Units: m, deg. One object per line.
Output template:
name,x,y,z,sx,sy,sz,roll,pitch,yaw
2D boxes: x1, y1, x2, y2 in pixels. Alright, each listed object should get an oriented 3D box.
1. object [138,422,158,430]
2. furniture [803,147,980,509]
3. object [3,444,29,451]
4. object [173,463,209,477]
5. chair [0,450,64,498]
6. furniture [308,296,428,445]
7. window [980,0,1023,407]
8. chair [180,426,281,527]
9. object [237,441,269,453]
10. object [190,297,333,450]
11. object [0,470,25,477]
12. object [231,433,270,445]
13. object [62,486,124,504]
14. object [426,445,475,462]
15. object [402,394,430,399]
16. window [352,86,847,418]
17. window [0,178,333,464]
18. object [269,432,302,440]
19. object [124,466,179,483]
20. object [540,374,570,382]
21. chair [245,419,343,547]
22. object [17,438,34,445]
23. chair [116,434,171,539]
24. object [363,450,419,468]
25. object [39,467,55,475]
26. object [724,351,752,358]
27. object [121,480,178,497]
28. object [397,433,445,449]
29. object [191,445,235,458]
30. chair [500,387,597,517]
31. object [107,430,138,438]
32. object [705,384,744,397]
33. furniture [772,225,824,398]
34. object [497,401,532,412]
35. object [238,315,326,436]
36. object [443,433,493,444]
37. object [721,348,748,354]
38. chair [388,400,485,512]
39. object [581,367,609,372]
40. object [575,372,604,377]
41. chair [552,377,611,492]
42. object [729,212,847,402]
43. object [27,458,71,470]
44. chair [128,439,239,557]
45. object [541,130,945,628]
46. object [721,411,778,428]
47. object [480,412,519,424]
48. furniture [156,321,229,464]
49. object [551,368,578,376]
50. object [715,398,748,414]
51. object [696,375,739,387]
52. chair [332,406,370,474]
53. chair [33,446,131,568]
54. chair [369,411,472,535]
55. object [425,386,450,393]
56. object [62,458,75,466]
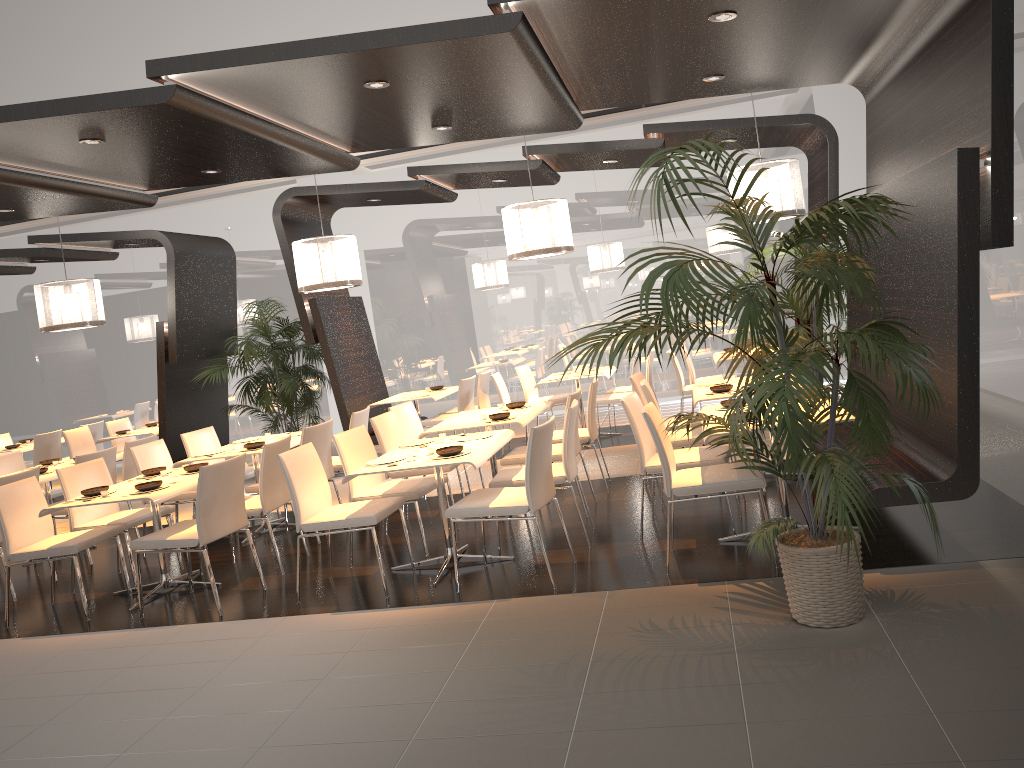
object,-4.521,0.518,11.152,0.303,0.044,0.366,-8,4,5
furniture,2.244,-0.413,5.689,0.755,1.672,2.914,-8,3,12
object,-6.146,0.775,10.869,0.303,0.044,0.366,-7,5,10
object,-2.207,0.584,6.145,0.303,0.044,0.366,-7,5,10
chair,-4.475,1.060,8.183,0.603,0.869,0.486,-8,1,19
furniture,-1.612,-0.222,10.261,0.755,1.674,1.407,-8,2,12
window,4.066,-1.700,7.479,0.070,3.974,6.610,-8,3,12
chair,-2.480,0.807,7.752,0.603,0.869,0.486,-8,1,19
object,-2.063,0.492,7.036,0.303,0.044,0.366,-7,5,10
object,-2.765,0.040,10.381,1.559,2.059,1.508,-8,2,5
object,-4.319,0.785,7.475,0.334,0.038,0.378,-8,4,5
object,-2.269,0.476,7.658,0.334,0.038,0.378,-8,4,5
object,-2.630,0.688,5.602,0.303,0.044,0.366,-7,5,10
object,-0.387,0.397,5.198,0.303,0.044,0.366,-7,5,10
object,-1.077,0.125,9.909,0.335,0.038,0.378,-8,4,0
window,1.062,-1.629,12.017,6.565,3.980,0.070,-8,0,11
window,-5.933,-0.733,13.399,6.565,3.980,0.070,-8,0,11
object,-1.927,0.428,7.643,0.335,0.038,0.378,-8,4,0
object,-2.501,0.621,6.209,0.303,0.044,0.366,-7,5,10
object,0.462,-0.066,9.533,0.334,0.038,0.378,-8,4,5
chair,-1.684,0.763,6.898,0.603,0.874,0.486,-8,1,19
object,-6.329,0.749,11.519,0.302,0.044,0.367,-7,5,15
chair,-3.487,0.939,7.915,0.604,0.869,0.486,-8,1,14
object,-0.716,0.444,5.248,0.334,0.038,0.378,-8,4,5
object,-3.995,0.739,7.431,0.303,0.044,0.366,-7,5,10
object,2.338,-0.308,9.180,0.334,0.038,0.378,-8,4,5
object,-2.293,0.643,5.558,0.303,0.044,0.366,-7,5,10
object,-0.600,0.379,5.851,0.334,0.038,0.378,-8,4,5
object,-2.386,0.540,7.055,0.334,0.038,0.378,-8,4,5
chair,0.262,0.511,6.516,0.604,0.869,0.486,-8,1,14
object,-4.631,0.582,10.555,0.303,0.044,0.366,-7,5,10
object,1.522,0.037,6.284,0.303,0.044,0.366,-7,5,10
furniture,2.908,-0.801,9.368,0.755,1.674,1.407,-8,2,12
object,0.008,0.178,7.242,0.303,0.044,0.366,-7,5,10
object,-2.773,-0.047,11.486,1.512,2.059,1.556,-9,2,-27
object,-0.292,0.339,5.808,0.335,0.038,0.378,-8,4,0
object,2.461,-0.377,9.786,0.303,0.044,0.366,-7,5,10
chair,-0.636,0.569,7.407,0.603,0.869,0.486,-8,1,19
object,0.960,-0.186,10.135,0.335,0.038,0.378,-8,4,0
object,0.829,-0.119,9.534,0.335,0.038,0.378,-8,4,0
chair,0.462,0.429,7.183,0.604,0.869,0.485,-8,1,9
object,2.763,-0.562,7.961,1.498,2.059,1.570,-7,2,25
object,-4.212,0.719,8.072,0.303,0.044,0.366,-7,5,10
chair,-2.672,0.881,7.166,0.604,0.869,0.486,-8,1,14
object,1.143,0.002,3.793,1.513,2.059,1.555,-9,2,-33
object,1.292,0.185,4.827,0.303,0.044,0.366,-7,5,10
object,-0.115,0.246,6.605,0.303,0.044,0.366,-7,5,10
furniture,-4.049,0.090,10.742,0.755,1.674,1.407,-8,2,12
object,0.606,-0.134,10.124,0.334,0.038,0.378,-8,4,5
object,1.397,0.123,5.425,0.303,0.044,0.366,-7,5,10
object,1.607,-0.020,6.881,0.334,0.038,0.378,-8,4,5
chair,-1.484,0.679,7.563,0.604,0.869,0.485,-8,1,9
chair,-3.576,1.001,7.294,0.603,0.869,0.486,-8,1,19
chair,-0.684,0.633,6.719,0.604,0.874,0.486,-8,1,14
object,-0.909,0.054,10.460,0.303,0.044,0.366,-7,5,10
object,-3.894,0.678,8.014,0.303,0.044,0.366,-7,5,10
